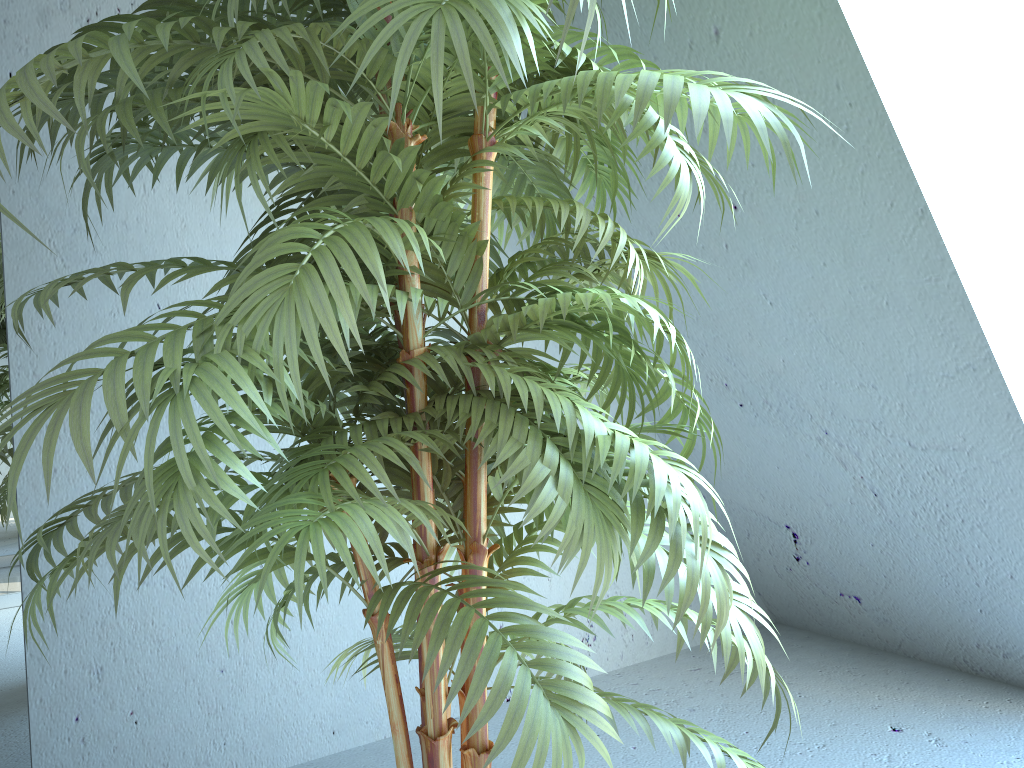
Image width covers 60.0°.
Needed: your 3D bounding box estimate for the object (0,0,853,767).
[{"bbox_3d":[-0.104,-0.125,1.115,0.980,2.034,1.020,-2,1,15],"label":"object"}]
